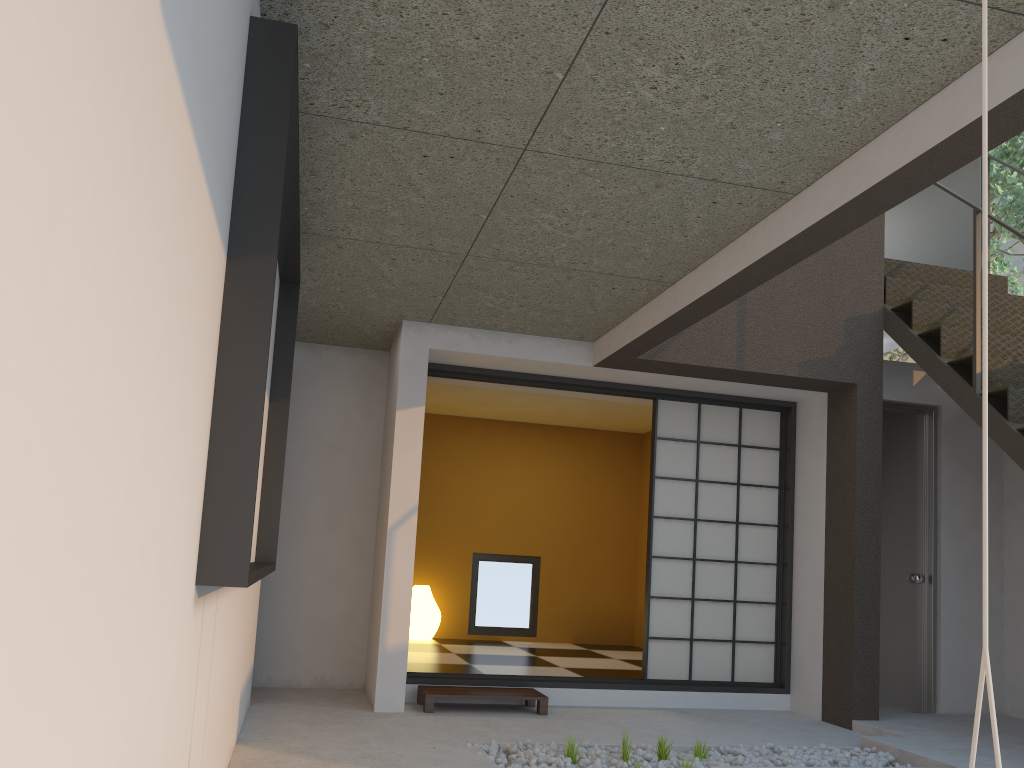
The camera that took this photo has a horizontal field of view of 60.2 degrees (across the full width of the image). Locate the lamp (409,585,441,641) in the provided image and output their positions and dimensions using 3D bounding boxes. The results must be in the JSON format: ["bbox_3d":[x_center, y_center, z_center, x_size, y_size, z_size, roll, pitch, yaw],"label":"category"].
[{"bbox_3d":[-0.821,2.038,7.833,0.388,0.495,0.398,7,-9,-24],"label":"lamp"}]

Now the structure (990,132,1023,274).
[{"bbox_3d":[5.719,-1.734,6.215,4.363,3.660,5.782,9,-12,-32],"label":"structure"}]

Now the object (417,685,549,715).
[{"bbox_3d":[-0.176,1.828,5.107,0.704,0.099,0.354,6,-11,-13],"label":"object"}]

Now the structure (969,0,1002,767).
[{"bbox_3d":[0.979,-0.062,1.487,0.463,1.847,0.130,5,-7,-13],"label":"structure"}]

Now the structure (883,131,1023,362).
[{"bbox_3d":[4.788,-0.577,12.742,5.544,4.652,7.348,9,-12,-32],"label":"structure"}]

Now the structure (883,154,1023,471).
[{"bbox_3d":[2.726,0.149,5.849,1.160,3.900,6.623,5,-10,-12],"label":"structure"}]
